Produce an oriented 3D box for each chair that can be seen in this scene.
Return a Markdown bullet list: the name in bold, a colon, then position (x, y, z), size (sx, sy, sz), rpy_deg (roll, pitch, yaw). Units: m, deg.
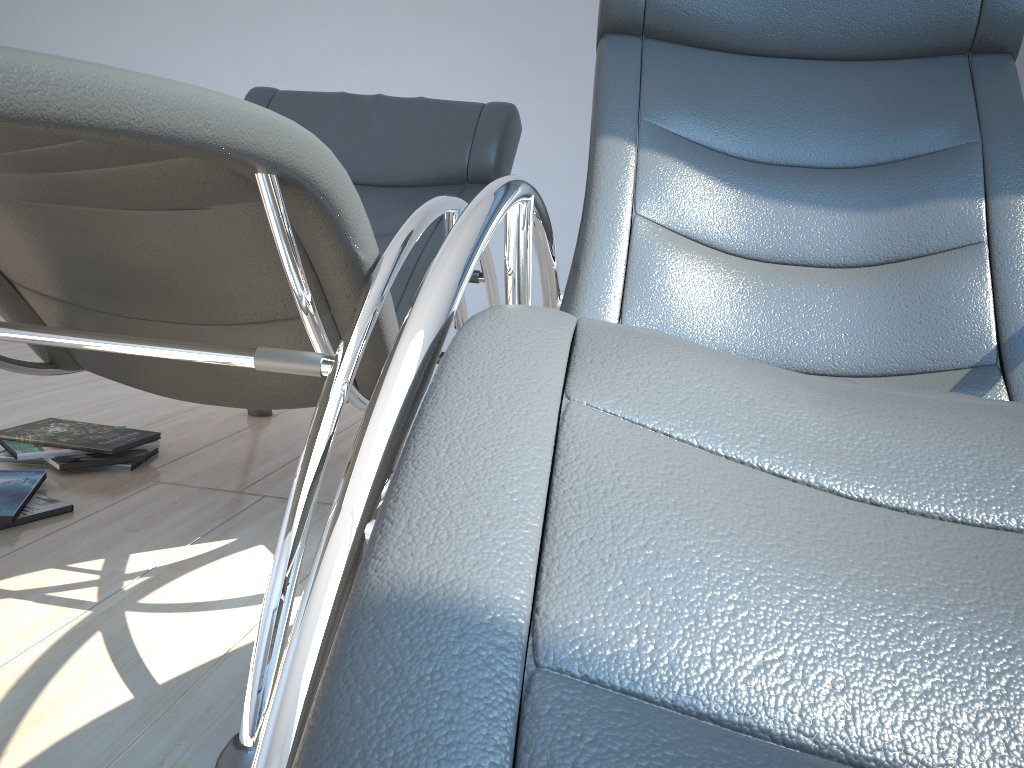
- **chair**: position (-0.516, -0.185, 1.624), size (0.836, 0.953, 2.114), rpy_deg (6, 9, 8)
- **chair**: position (0.380, -0.155, 0.971), size (0.836, 1.251, 1.938), rpy_deg (6, 9, 8)
